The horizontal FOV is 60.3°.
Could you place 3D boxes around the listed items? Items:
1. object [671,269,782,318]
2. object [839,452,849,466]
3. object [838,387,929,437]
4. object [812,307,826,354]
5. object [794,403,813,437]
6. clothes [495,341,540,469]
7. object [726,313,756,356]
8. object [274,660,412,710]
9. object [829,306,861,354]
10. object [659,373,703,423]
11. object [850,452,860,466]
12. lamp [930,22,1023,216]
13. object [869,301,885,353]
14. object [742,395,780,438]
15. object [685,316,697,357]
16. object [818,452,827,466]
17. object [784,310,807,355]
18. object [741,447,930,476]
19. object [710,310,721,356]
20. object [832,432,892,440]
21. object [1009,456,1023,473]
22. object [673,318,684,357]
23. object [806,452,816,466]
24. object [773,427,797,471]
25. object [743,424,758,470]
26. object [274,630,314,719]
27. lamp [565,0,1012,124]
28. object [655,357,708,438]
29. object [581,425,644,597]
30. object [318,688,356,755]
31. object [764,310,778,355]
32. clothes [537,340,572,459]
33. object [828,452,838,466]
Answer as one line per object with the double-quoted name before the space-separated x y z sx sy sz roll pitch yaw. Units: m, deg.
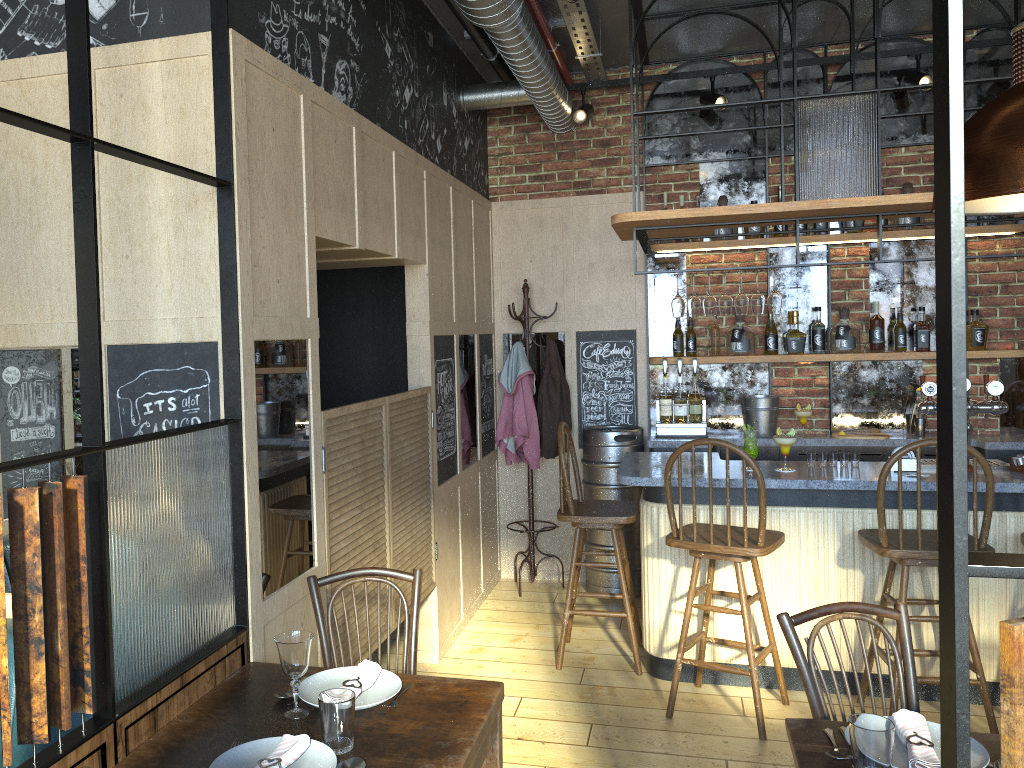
"object" 1.007 -0.425 4.155 0.510 0.207 0.064 -1 2 16
"object" 1.565 0.354 4.153 0.042 0.059 0.041 -1 2 3
"object" 2.175 0.165 5.159 0.503 0.287 0.086 -1 2 16
"object" 1.838 -0.322 5.284 0.078 0.283 0.074 -1 2 15
"object" 1.752 0.214 5.299 0.111 0.197 0.101 0 3 41
"clothes" 0.033 0.131 5.496 0.282 0.791 0.230 0 2 40
"object" 1.396 -0.314 5.384 0.175 0.283 0.118 -1 2 28
"object" -0.435 0.776 2.274 0.334 0.051 0.262 -1 3 17
"object" 1.973 -0.322 5.225 0.175 0.283 0.118 -1 2 28
"object" 1.045 0.085 5.460 0.265 0.302 0.083 -1 2 16
"object" 1.611 0.354 4.140 0.043 0.059 0.040 -1 2 24
"lamp" 0.949 -0.994 1.570 0.361 1.333 0.376 -2 2 -14
"object" 2.150 -0.335 5.194 0.089 0.302 0.082 0 2 33
"object" 1.506 0.195 5.329 0.209 0.245 0.225 -3 3 -26
"object" 1.112 -0.301 5.474 0.066 0.263 0.066 -2 2 0
"object" 1.471 0.356 4.171 0.042 0.059 0.041 -1 2 3
"object" 1.703 -0.309 5.298 0.120 0.264 0.114 -1 2 14
"object" 1.443 0.345 3.979 0.786 0.106 0.196 -1 3 15
"object" 1.252 -0.314 5.426 0.053 0.288 0.058 -3 2 -38
"object" 2.052 0.302 5.177 0.327 0.019 0.229 0 4 23
"object" 2.275 0.336 3.833 0.175 0.091 0.092 -2 3 -10
"object" 1.037 -0.299 5.495 0.069 0.263 0.063 0 2 35
"object" 1.421 0.357 4.185 0.042 0.059 0.041 -1 2 3
"object" 1.260 0.296 4.064 0.111 0.197 0.101 0 3 41
"object" 1.116 0.291 4.123 0.068 0.211 0.069 -2 2 -4
"object" -0.531 0.714 2.161 0.103 0.191 0.094 0 2 34
"lamp" 1.411 -1.569 2.129 7.397 0.273 6.127 -1 3 14
"object" 1.042 0.080 5.446 0.318 0.491 0.200 -1 2 14
"object" 0.643 0.790 5.529 0.381 1.034 0.416 -3 2 -41
"object" -0.391 0.757 1.975 0.088 0.119 0.080 1 3 44
"object" 1.571 -0.335 5.351 0.080 0.318 0.081 -2 2 -6
"clothes" 0.273 0.100 5.642 0.216 0.770 0.233 -1 2 10
"object" 1.522 0.354 4.174 0.042 0.059 0.041 -1 2 3
